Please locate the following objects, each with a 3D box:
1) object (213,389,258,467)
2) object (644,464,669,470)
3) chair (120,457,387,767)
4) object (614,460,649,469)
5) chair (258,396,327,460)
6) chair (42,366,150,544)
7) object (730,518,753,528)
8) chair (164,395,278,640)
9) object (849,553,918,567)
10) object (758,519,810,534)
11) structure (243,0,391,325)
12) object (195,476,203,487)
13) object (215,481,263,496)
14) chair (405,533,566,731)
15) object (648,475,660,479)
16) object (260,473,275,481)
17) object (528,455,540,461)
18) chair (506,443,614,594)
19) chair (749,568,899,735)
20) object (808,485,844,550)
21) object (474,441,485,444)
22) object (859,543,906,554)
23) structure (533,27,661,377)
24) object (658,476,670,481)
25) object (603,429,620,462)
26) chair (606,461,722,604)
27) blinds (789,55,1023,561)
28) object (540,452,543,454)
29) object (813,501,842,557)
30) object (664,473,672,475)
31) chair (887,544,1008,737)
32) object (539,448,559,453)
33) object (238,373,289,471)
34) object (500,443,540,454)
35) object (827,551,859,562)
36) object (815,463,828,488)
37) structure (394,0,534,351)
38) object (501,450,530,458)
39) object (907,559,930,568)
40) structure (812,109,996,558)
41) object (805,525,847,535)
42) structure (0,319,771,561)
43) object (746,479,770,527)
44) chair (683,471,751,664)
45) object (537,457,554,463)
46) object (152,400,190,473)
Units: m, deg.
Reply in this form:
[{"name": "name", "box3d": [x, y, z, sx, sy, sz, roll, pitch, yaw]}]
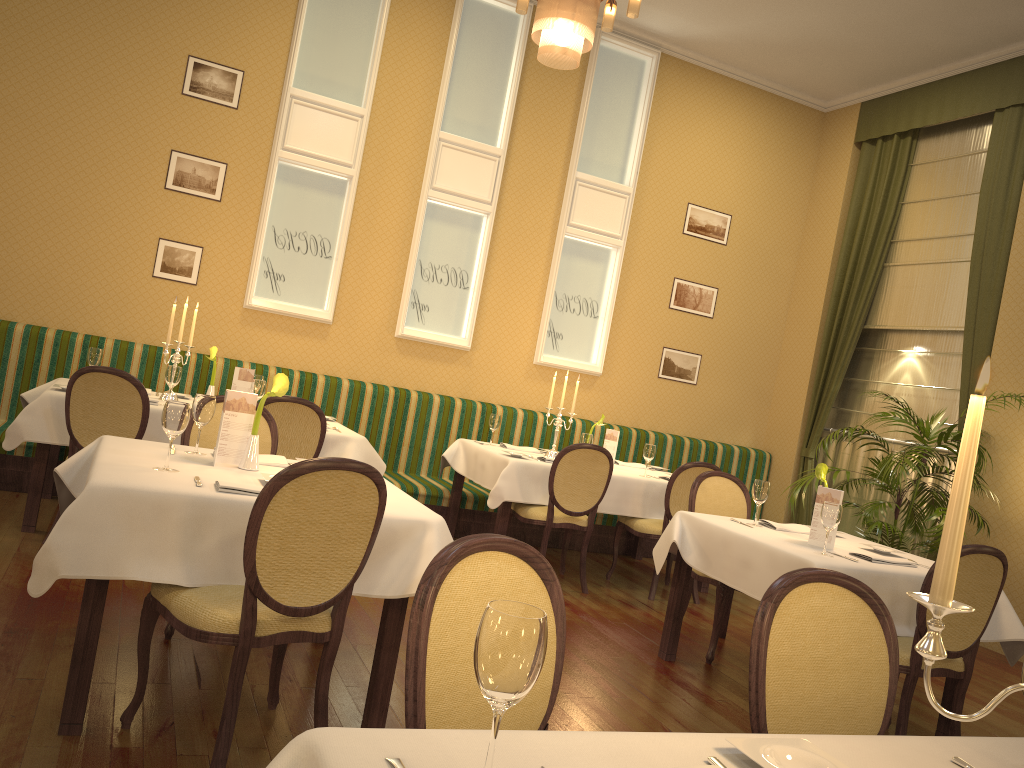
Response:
[{"name": "object", "box3d": [-1.049, 0.162, 3.278, 0.081, 0.277, 0.166, 11, 0, 23]}, {"name": "object", "box3d": [1.156, 0.677, 7.104, 0.160, 0.024, 0.160, 10, 0, -23]}, {"name": "chair", "box3d": [-0.753, 0.643, 2.692, 0.530, 0.955, 0.571, 10, 0, -43]}, {"name": "object", "box3d": [0.924, 0.632, 6.971, 0.273, 0.033, 0.142, 10, 0, -23]}, {"name": "chair", "box3d": [-1.382, 0.516, 5.061, 0.530, 0.955, 0.571, 10, 0, -23]}, {"name": "chair", "box3d": [-2.118, 0.382, 4.738, 0.530, 0.955, 0.571, 10, 0, 2]}, {"name": "object", "box3d": [1.151, 0.695, 4.434, 0.017, 0.010, 0.185, 10, 0, -22]}, {"name": "chair", "box3d": [-1.204, 0.554, 3.851, 0.530, 0.955, 0.571, 10, 0, -33]}, {"name": "object", "box3d": [1.672, 0.788, 3.993, 0.273, 0.024, 0.142, 10, 0, -23]}, {"name": "object", "box3d": [1.416, 0.735, 4.544, 0.273, 0.033, 0.142, 10, 0, -23]}, {"name": "structure", "box3d": [-1.482, -1.998, 6.925, 0.687, 2.985, 0.200, 10, 0, -23]}, {"name": "object", "box3d": [-1.001, 0.307, 2.826, 0.017, 0.010, 0.185, 10, 0, -23]}, {"name": "object", "box3d": [-0.803, 0.338, 2.839, 0.273, 0.024, 0.142, 10, 0, -23]}, {"name": "chair", "box3d": [0.071, 0.800, 1.551, 0.571, 0.955, 0.530, 11, 0, 42]}, {"name": "object", "box3d": [1.001, 0.659, 6.330, 0.017, 0.010, 0.185, 10, 0, -23]}, {"name": "object", "box3d": [-0.780, 0.340, 3.054, 0.160, 0.024, 0.160, 10, 0, -23]}, {"name": "object", "box3d": [0.150, 0.501, 6.005, 0.038, 0.015, 0.181, 10, 0, -22]}, {"name": "chair", "box3d": [0.298, 0.822, 5.787, 0.530, 0.955, 0.571, 10, 0, -23]}, {"name": "chair", "box3d": [0.756, 0.925, 1.836, 0.530, 0.955, 0.571, 10, 0, -23]}, {"name": "object", "box3d": [1.435, 0.616, 4.129, 0.081, 0.277, 0.166, 10, 0, -17]}, {"name": "object", "box3d": [-0.240, 0.427, 6.493, 0.038, 0.015, 0.181, 10, 0, -22]}, {"name": "object", "box3d": [1.792, 0.808, 4.295, 0.160, 0.024, 0.160, 10, 0, -23]}, {"name": "structure", "box3d": [0.751, -1.592, 7.889, 0.670, 2.985, 0.200, 10, 0, -23]}, {"name": "object", "box3d": [1.199, 0.690, 6.343, 0.273, 0.024, 0.142, 10, 0, -23]}, {"name": "object", "box3d": [0.707, 0.470, 6.493, 0.081, 0.277, 0.166, 10, 0, -7]}, {"name": "chair", "box3d": [1.074, 0.963, 6.086, 0.530, 0.955, 0.571, 10, 0, -23]}, {"name": "blinds", "box3d": [3.302, -0.456, 7.487, 0.225, 4.537, 1.934, 10, 0, -24]}, {"name": "object", "box3d": [0.203, 0.510, 6.664, 0.017, 0.010, 0.185, 10, 0, -22]}, {"name": "object", "box3d": [1.370, 0.627, 3.838, 0.088, 0.229, 0.088, 11, 0, 25]}, {"name": "object", "box3d": [1.222, 0.692, 6.557, 0.160, 0.024, 0.160, 10, 0, -23]}, {"name": "chair", "box3d": [1.663, 1.083, 3.736, 0.530, 0.955, 0.571, 10, 0, -23]}, {"name": "object", "box3d": [0.300, 0.521, 6.755, 0.160, 0.024, 0.160, 10, 0, -23]}, {"name": "object", "box3d": [-0.908, 0.137, 3.241, 0.163, 0.375, 0.076, 11, 0, 44]}, {"name": "object", "box3d": [0.060, 0.475, 6.558, 0.273, 0.033, 0.142, 10, 0, -23]}, {"name": "object", "box3d": [1.443, 0.752, 3.881, 0.017, 0.010, 0.185, 10, 0, -23]}, {"name": "object", "box3d": [1.513, 0.577, 4.338, 0.076, 0.375, 0.163, 10, 0, -1]}, {"name": "structure", "box3d": [-0.399, -1.801, 7.393, 0.661, 2.985, 0.200, 10, 0, -23]}, {"name": "object", "box3d": [0.028, 0.475, 5.899, 0.160, 0.024, 0.160, 10, 0, -23]}, {"name": "object", "box3d": [1.881, 0.829, 4.055, 0.038, 0.015, 0.181, 10, 0, -22]}, {"name": "structure", "box3d": [3.402, -0.425, 7.533, 0.123, 4.511, 1.942, 10, 0, -23]}, {"name": "object", "box3d": [1.648, 0.779, 4.677, 0.160, 0.024, 0.160, 10, 0, -23]}, {"name": "structure", "box3d": [-4.048, -0.012, 5.567, 14.516, 1.031, 0.850, 10, 0, -23]}, {"name": "object", "box3d": [1.244, 0.601, 4.474, 0.088, 0.229, 0.088, 11, 0, 25]}, {"name": "chair", "box3d": [1.233, 0.998, 4.899, 0.530, 0.955, 0.571, 10, 0, -23]}, {"name": "object", "box3d": [0.320, 0.526, 6.019, 0.273, 0.033, 0.142, 10, 0, -23]}, {"name": "object", "box3d": [-1.124, 0.172, 2.934, 0.088, 0.229, 0.088, 11, 0, 19]}]
